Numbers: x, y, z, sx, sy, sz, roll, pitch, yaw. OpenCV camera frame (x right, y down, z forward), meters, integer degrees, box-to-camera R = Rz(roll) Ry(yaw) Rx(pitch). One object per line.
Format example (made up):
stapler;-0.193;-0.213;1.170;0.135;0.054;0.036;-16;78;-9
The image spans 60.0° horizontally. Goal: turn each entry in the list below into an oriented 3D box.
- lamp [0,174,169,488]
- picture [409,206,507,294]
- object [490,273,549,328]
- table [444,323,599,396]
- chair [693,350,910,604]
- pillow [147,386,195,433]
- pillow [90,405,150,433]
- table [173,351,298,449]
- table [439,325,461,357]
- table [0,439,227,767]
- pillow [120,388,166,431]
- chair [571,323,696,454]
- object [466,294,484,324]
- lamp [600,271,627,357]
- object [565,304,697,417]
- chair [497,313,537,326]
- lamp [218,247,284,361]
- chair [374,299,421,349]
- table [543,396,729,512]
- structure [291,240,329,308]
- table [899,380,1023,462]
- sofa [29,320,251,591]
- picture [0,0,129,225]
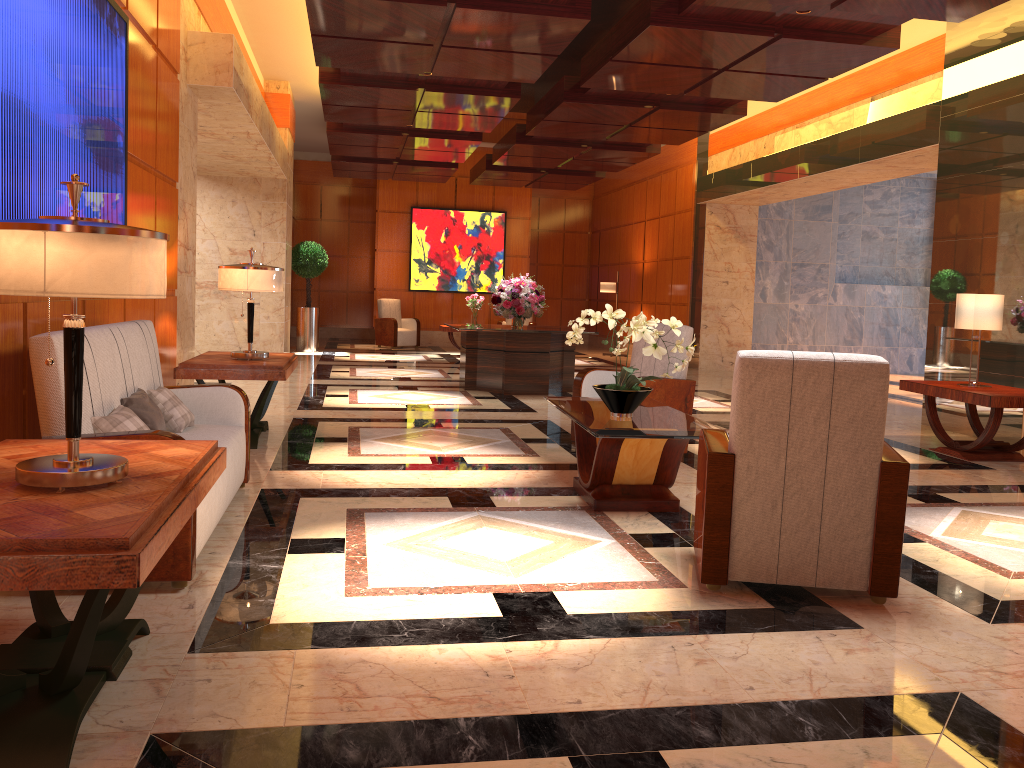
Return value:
lamp;-1.144;-0.150;2.317;0.459;0.792;0.459;6;5;41
picture;-1.123;-2.762;18.421;1.996;1.732;0.057;1;4;-10
object;0.074;-1.010;10.659;0.649;0.657;0.682;0;5;-19
table;0.045;-0.313;10.720;1.600;0.743;1.605;1;5;-10
chair;1.146;0.332;3.590;0.738;0.958;0.630;3;4;8
pillow;-1.722;0.131;4.483;0.202;0.229;0.274;1;5;-8
pillow;-1.571;0.218;3.615;0.195;0.226;0.345;2;5;-5
table;-2.000;0.108;6.560;0.725;0.605;1.274;1;5;-10
table;-0.698;-0.758;15.906;1.167;0.533;0.727;1;5;-10
table;-1.249;0.554;2.415;0.725;0.605;1.274;1;5;-10
pillow;-1.676;0.163;4.036;0.160;0.252;0.359;1;5;-14
chair;0.909;0.022;6.572;0.628;0.958;0.740;-1;5;-31
object;-0.669;-1.325;15.903;0.350;0.594;0.327;3;4;10
lamp;1.960;-1.366;17.265;0.526;1.657;0.361;1;4;-20
object;0.634;-0.129;4.870;0.788;0.616;0.418;-1;5;-33
chair;0.102;-1.173;18.100;0.738;0.958;0.630;3;4;8
lamp;-1.884;-0.580;6.397;0.458;0.808;0.460;2;4;-1
chair;-2.291;-1.211;17.659;0.629;0.958;0.738;5;5;38
table;0.650;0.414;5.031;0.722;0.494;1.565;1;6;-7
structure;-3.612;-1.690;15.688;0.721;1.708;0.723;0;5;-32
table;3.699;0.298;6.977;0.724;0.533;1.171;1;5;-7
sofa;-1.613;0.200;4.070;0.612;0.930;1.804;1;5;-10
picture;-1.976;-1.182;3.920;0.056;1.448;2.003;1;5;-10
